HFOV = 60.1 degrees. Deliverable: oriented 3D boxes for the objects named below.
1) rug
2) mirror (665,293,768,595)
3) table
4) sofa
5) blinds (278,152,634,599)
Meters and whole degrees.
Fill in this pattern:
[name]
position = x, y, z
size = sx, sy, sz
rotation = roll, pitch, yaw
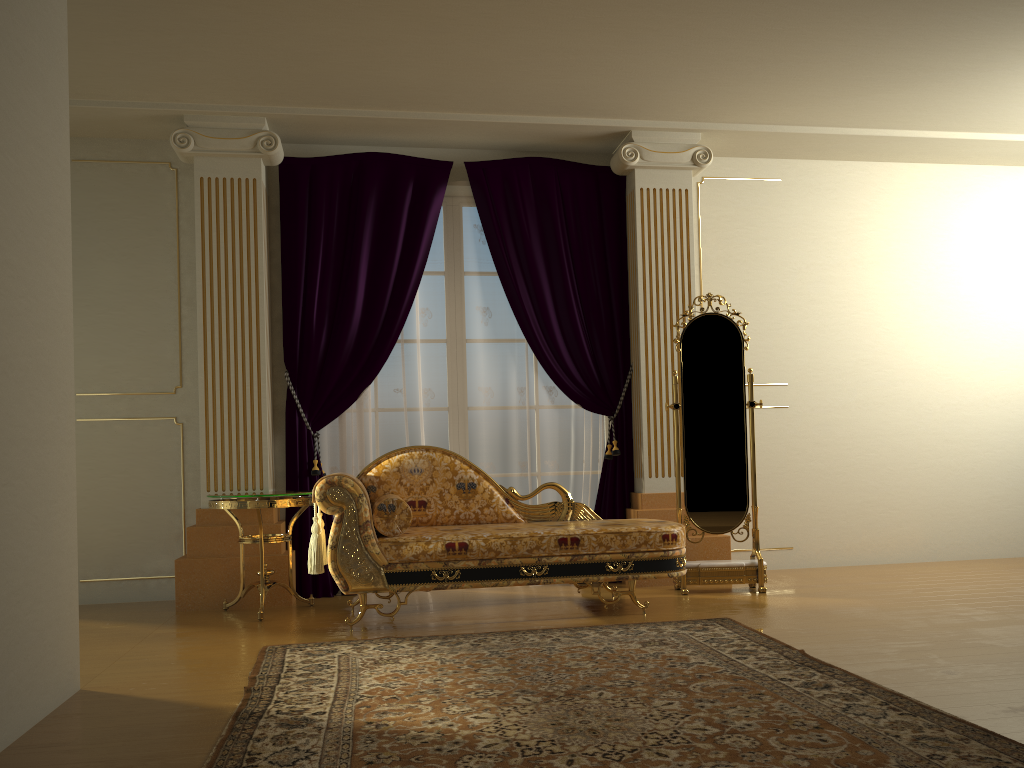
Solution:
[rug]
position = 0.225, 0.969, 2.468
size = 2.116, 0.017, 3.090
rotation = -1, -5, -10
[mirror]
position = 1.148, 0.327, 5.013
size = 0.541, 1.696, 0.243
rotation = -2, -1, 1
[table]
position = -1.309, 0.898, 4.690
size = 0.572, 0.641, 0.572
rotation = -4, -3, 35
[sofa]
position = -0.054, 0.729, 4.498
size = 1.893, 0.869, 0.695
rotation = -1, -3, -10
[blinds]
position = -0.306, -0.067, 5.453
size = 2.234, 2.648, 0.340
rotation = -1, -1, -9
